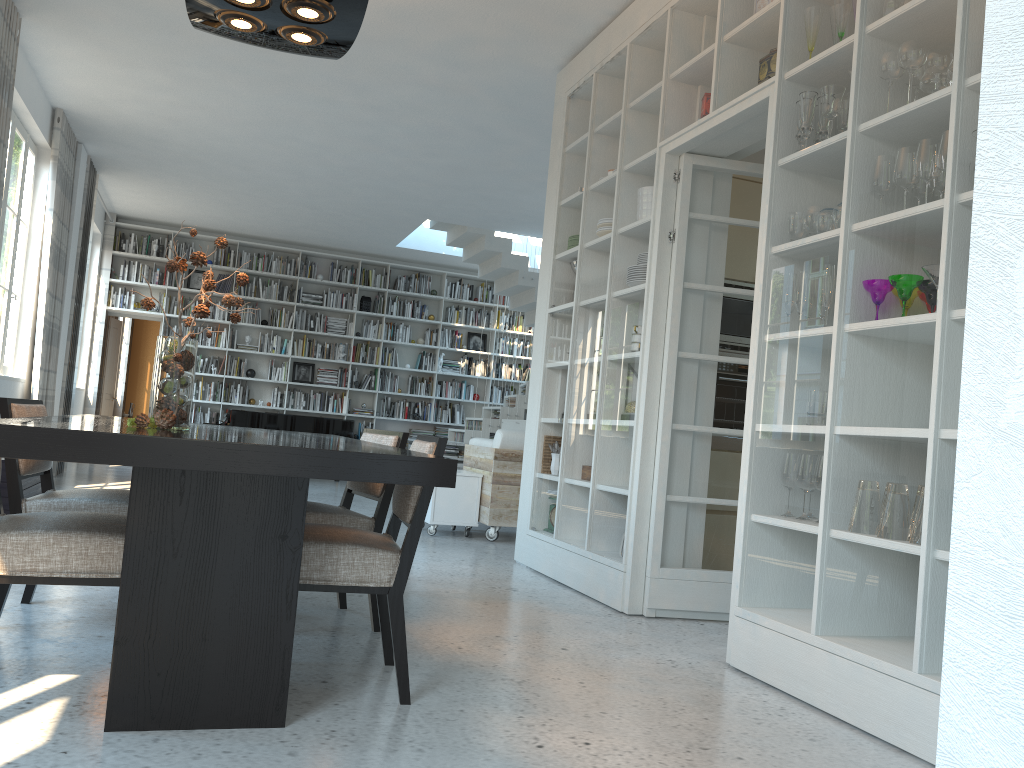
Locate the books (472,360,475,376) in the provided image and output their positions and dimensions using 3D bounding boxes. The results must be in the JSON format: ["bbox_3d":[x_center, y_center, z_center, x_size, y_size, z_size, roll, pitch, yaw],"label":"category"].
[{"bbox_3d":[-0.598,-0.235,13.354,0.031,0.242,0.147,6,-3,-19],"label":"books"}]

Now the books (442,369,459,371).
[{"bbox_3d":[-0.937,-0.206,13.236,0.254,0.012,0.161,6,-3,-15],"label":"books"}]

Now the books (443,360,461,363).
[{"bbox_3d":[-0.924,-0.338,13.247,0.285,0.012,0.159,6,-4,-21],"label":"books"}]

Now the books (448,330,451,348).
[{"bbox_3d":[-0.952,-0.665,13.248,0.012,0.285,0.159,6,-3,-19],"label":"books"}]

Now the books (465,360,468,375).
[{"bbox_3d":[-0.701,-0.245,13.308,0.030,0.236,0.179,6,-3,-19],"label":"books"}]

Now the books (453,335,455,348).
[{"bbox_3d":[-0.886,-0.649,13.270,0.020,0.267,0.152,6,-3,-19],"label":"books"}]

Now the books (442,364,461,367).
[{"bbox_3d":[-0.928,-0.278,13.242,0.285,0.012,0.159,6,-4,-22],"label":"books"}]

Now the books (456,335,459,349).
[{"bbox_3d":[-0.834,-0.617,13.276,0.033,0.213,0.152,6,-3,-19],"label":"books"}]

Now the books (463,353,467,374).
[{"bbox_3d":[-0.713,-0.298,13.296,0.010,0.339,0.180,6,-3,-19],"label":"books"}]

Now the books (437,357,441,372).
[{"bbox_3d":[-1.106,-0.282,13.158,0.027,0.221,0.184,6,-3,-19],"label":"books"}]

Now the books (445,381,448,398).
[{"bbox_3d":[-0.992,0.087,13.197,0.045,0.246,0.185,6,-3,-19],"label":"books"}]

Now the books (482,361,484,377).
[{"bbox_3d":[-0.460,-0.220,13.389,0.041,0.239,0.176,6,-3,-19],"label":"books"}]

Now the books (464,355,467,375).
[{"bbox_3d":[-0.725,-0.279,13.293,0.011,0.300,0.184,6,-3,-19],"label":"books"}]

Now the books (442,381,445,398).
[{"bbox_3d":[-1.038,0.083,13.199,0.024,0.247,0.143,6,-3,-19],"label":"books"}]

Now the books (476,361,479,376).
[{"bbox_3d":[-0.546,-0.225,13.390,0.028,0.235,0.129,6,-3,-19],"label":"books"}]

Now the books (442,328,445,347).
[{"bbox_3d":[-1.038,-0.683,13.215,0.015,0.300,0.140,6,-3,-19],"label":"books"}]

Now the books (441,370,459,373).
[{"bbox_3d":[-0.940,-0.182,13.235,0.254,0.012,0.161,7,-4,-23],"label":"books"}]

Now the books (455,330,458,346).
[{"bbox_3d":[-0.851,-0.655,13.266,0.014,0.285,0.175,6,-3,-19],"label":"books"}]

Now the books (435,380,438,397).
[{"bbox_3d":[-1.136,0.069,13.172,0.012,0.254,0.161,6,-3,-19],"label":"books"}]

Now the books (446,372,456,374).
[{"bbox_3d":[-0.941,-0.158,13.231,0.285,0.012,0.159,7,-4,-24],"label":"books"}]

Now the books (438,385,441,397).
[{"bbox_3d":[-1.097,0.108,13.170,0.022,0.184,0.162,6,-3,-19],"label":"books"}]

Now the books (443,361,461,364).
[{"bbox_3d":[-0.926,-0.314,13.246,0.285,0.012,0.159,6,-3,-17],"label":"books"}]

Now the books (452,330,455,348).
[{"bbox_3d":[-0.895,-0.661,13.253,0.012,0.287,0.176,6,-3,-19],"label":"books"}]

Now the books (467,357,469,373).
[{"bbox_3d":[-0.684,-0.264,13.332,0.013,0.280,0.131,6,-3,-19],"label":"books"}]

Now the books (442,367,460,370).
[{"bbox_3d":[-0.936,-0.229,13.242,0.285,0.012,0.159,6,-4,-21],"label":"books"}]

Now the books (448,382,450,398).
[{"bbox_3d":[-0.964,0.095,13.223,0.026,0.239,0.177,6,-3,-19],"label":"books"}]

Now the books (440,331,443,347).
[{"bbox_3d":[-1.065,-0.661,13.219,0.030,0.253,0.128,6,-3,-19],"label":"books"}]

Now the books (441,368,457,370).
[{"bbox_3d":[-0.938,-0.218,13.241,0.254,0.012,0.161,6,-3,-17],"label":"books"}]

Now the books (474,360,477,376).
[{"bbox_3d":[-0.574,-0.236,13.382,0.031,0.250,0.133,6,-3,-19],"label":"books"}]

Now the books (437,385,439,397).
[{"bbox_3d":[-1.119,0.104,13.165,0.023,0.186,0.159,6,-3,-19],"label":"books"}]

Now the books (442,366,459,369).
[{"bbox_3d":[-0.932,-0.242,13.236,0.254,0.012,0.161,7,-4,-24],"label":"books"}]

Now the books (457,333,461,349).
[{"bbox_3d":[-0.806,-0.634,13.285,0.021,0.253,0.167,6,-3,-19],"label":"books"}]

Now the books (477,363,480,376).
[{"bbox_3d":[-0.520,-0.212,13.392,0.025,0.213,0.155,6,-3,-19],"label":"books"}]

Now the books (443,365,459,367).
[{"bbox_3d":[-0.928,-0.266,13.238,0.254,0.012,0.161,6,-3,-14],"label":"books"}]

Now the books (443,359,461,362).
[{"bbox_3d":[-0.923,-0.350,13.248,0.285,0.012,0.159,6,-3,-17],"label":"books"}]

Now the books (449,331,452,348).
[{"bbox_3d":[-0.930,-0.654,13.266,0.043,0.268,0.131,6,-3,-19],"label":"books"}]

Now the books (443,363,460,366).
[{"bbox_3d":[-0.928,-0.290,13.245,0.285,0.012,0.159,6,-3,-17],"label":"books"}]

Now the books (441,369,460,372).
[{"bbox_3d":[-0.938,-0.194,13.233,0.285,0.012,0.159,6,-3,-14],"label":"books"}]

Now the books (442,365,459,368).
[{"bbox_3d":[-0.935,-0.254,13.247,0.254,0.012,0.161,6,-4,-19],"label":"books"}]

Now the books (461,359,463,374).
[{"bbox_3d":[-0.774,-0.256,13.311,0.023,0.247,0.138,6,-3,-19],"label":"books"}]

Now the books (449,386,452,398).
[{"bbox_3d":[-0.937,0.126,13.219,0.027,0.181,0.186,6,-3,-19],"label":"books"}]

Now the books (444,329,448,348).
[{"bbox_3d":[-0.989,-0.671,13.228,0.065,0.289,0.146,6,-3,-19],"label":"books"}]

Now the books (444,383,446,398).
[{"bbox_3d":[-1.019,0.096,13.193,0.011,0.223,0.163,6,-3,-19],"label":"books"}]

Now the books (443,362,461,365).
[{"bbox_3d":[-0.925,-0.302,13.239,0.285,0.012,0.159,7,-4,-24],"label":"books"}]

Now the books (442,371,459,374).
[{"bbox_3d":[-0.941,-0.169,13.234,0.285,0.012,0.159,6,-3,-15],"label":"books"}]

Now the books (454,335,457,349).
[{"bbox_3d":[-0.864,-0.618,13.249,0.013,0.207,0.189,6,-3,-19],"label":"books"}]

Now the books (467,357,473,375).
[{"bbox_3d":[-0.646,-0.261,13.332,0.059,0.282,0.167,6,-3,-19],"label":"books"}]

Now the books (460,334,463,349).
[{"bbox_3d":[-0.781,-0.627,13.283,0.026,0.243,0.178,6,-3,-19],"label":"books"}]

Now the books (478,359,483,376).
[{"bbox_3d":[-0.487,-0.239,13.378,0.021,0.271,0.191,6,-3,-19],"label":"books"}]

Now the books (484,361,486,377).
[{"bbox_3d":[-0.434,-0.224,13.414,0.024,0.254,0.145,6,-3,-19],"label":"books"}]

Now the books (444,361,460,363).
[{"bbox_3d":[-0.925,-0.326,13.247,0.254,0.012,0.161,6,-3,-17],"label":"books"}]

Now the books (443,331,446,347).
[{"bbox_3d":[-1.025,-0.655,13.210,0.011,0.247,0.155,6,-3,-19],"label":"books"}]

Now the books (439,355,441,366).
[{"bbox_3d":[-1.088,-0.301,13.196,0.028,0.267,0.138,6,-3,-19],"label":"books"}]

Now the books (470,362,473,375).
[{"bbox_3d":[-0.623,-0.255,13.368,0.010,0.278,0.129,6,-3,-19],"label":"books"}]

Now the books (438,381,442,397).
[{"bbox_3d":[-1.068,0.081,13.177,0.047,0.244,0.177,6,-3,-19],"label":"books"}]

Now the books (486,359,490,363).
[{"bbox_3d":[-0.366,-0.230,13.454,0.029,0.283,0.138,6,-3,-19],"label":"books"}]

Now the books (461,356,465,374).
[{"bbox_3d":[-0.745,-0.272,13.314,0.012,0.285,0.159,6,-3,-19],"label":"books"}]

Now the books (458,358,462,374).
[{"bbox_3d":[-0.784,-0.262,13.289,0.012,0.254,0.161,6,-3,-19],"label":"books"}]
